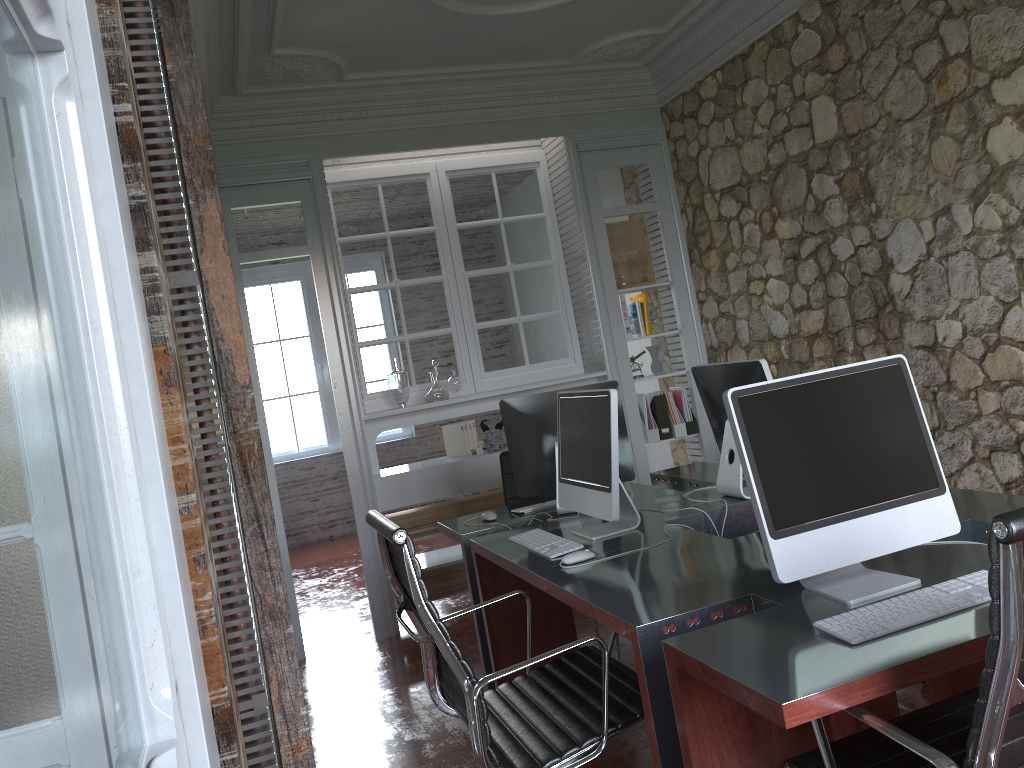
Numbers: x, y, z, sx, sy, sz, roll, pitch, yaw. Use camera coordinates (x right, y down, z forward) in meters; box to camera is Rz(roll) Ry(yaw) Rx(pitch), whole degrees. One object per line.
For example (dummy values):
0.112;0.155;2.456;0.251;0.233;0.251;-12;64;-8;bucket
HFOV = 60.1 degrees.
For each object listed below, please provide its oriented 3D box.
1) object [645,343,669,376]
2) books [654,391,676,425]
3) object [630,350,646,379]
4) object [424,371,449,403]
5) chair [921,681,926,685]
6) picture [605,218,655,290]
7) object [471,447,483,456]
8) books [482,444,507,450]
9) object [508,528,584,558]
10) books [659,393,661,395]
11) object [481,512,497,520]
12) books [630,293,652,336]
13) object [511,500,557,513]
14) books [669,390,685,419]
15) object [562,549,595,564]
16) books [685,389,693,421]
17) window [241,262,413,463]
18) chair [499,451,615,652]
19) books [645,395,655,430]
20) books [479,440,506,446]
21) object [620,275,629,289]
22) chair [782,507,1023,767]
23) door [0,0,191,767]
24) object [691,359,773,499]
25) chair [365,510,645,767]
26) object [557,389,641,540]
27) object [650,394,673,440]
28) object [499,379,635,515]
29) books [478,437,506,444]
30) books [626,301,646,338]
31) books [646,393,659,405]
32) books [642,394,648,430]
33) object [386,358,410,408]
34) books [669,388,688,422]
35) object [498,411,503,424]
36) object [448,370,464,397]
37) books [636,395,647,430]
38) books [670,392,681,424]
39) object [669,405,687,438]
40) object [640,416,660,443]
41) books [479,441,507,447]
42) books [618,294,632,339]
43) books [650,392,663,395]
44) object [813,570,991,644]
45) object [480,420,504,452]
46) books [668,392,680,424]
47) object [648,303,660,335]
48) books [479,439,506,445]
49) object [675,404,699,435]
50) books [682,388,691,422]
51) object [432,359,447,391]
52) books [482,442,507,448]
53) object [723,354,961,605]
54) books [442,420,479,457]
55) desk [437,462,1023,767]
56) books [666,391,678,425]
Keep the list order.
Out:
0.927;-0.152;5.610;0.125;0.189;0.063;-11;-2;44;object
0.980;0.181;5.617;0.045;0.282;0.179;-10;-1;-12;books
0.758;-0.117;5.525;0.177;0.161;0.092;-10;-1;10;object
-0.444;0.028;5.125;0.148;0.201;0.147;-10;-1;-35;object
1.257;0.552;3.371;0.701;1.024;0.662;-10;-1;-22;chair
0.724;-0.818;5.612;0.327;0.435;0.009;-10;-2;-18;picture
-0.203;0.391;5.123;0.065;0.041;0.066;-10;1;29;object
-0.132;0.389;5.495;0.245;0.011;0.181;-9;2;37;books
0.107;0.531;2.971;0.119;0.017;0.437;-10;1;-18;object
0.925;0.199;5.589;0.030;0.283;0.179;-10;-1;-13;books
-0.093;0.542;3.644;0.059;0.028;0.106;-10;1;-19;object
0.820;-0.436;5.648;0.056;0.268;0.191;-9;-1;-18;books
0.217;0.491;3.740;0.440;0.017;0.118;-10;1;-18;object
1.056;0.179;5.649;0.024;0.278;0.193;-10;-1;-14;books
0.199;0.517;2.658;0.106;0.028;0.059;-10;1;-19;object
1.099;0.168;5.662;0.024;0.283;0.193;-10;-1;-14;books
-1.862;-0.236;8.676;1.543;1.942;0.127;-10;-2;-18;window
0.164;0.779;4.150;0.474;0.921;0.602;-10;-1;12;chair
0.851;0.211;5.587;0.022;0.289;0.193;-10;-1;-10;books
-0.144;0.368;5.503;0.189;0.007;0.169;-9;2;37;books
0.694;-0.635;5.498;0.056;0.090;0.055;-10;-1;-15;object
0.855;0.667;1.557;0.667;1.024;0.697;-10;-1;-14;chair
-0.047;0.275;0.043;0.041;2.185;1.156;-9;-1;-18;door
0.831;0.159;3.234;0.190;0.486;0.482;-10;0;-18;object
0.035;0.794;2.291;0.701;1.024;0.662;-10;-1;-24;chair
0.283;0.261;3.024;0.190;0.486;0.482;-10;0;-18;object
0.913;0.208;5.604;0.079;0.278;0.244;-10;0;-13;object
0.225;0.258;3.532;0.483;0.486;0.189;-10;-1;7;object
-0.147;0.355;5.504;0.188;0.007;0.169;-9;2;44;books
0.786;-0.407;5.636;0.026;0.223;0.160;-9;-1;-18;books
0.902;0.200;5.587;0.039;0.288;0.193;-10;-1;-13;books
0.822;0.210;5.589;0.038;0.296;0.179;-10;-1;-10;books
-0.657;0.005;5.143;0.129;0.316;0.129;-10;-1;7;object
1.071;0.168;5.662;0.030;0.291;0.179;-10;-1;-14;books
0.010;0.231;5.201;0.128;0.288;0.128;-11;-2;39;object
-0.335;0.010;5.333;0.094;0.188;0.093;-9;-2;-43;object
0.810;0.215;5.580;0.037;0.288;0.193;-10;-1;-10;books
1.013;0.187;5.616;0.045;0.287;0.193;-10;-1;-12;books
1.002;0.192;5.596;0.078;0.278;0.238;-10;0;-12;object
0.833;0.223;5.564;0.078;0.278;0.238;-10;0;-10;object
-0.143;0.375;5.503;0.189;0.007;0.169;-9;2;37;books
0.677;-0.419;5.628;0.042;0.287;0.215;-9;-1;-18;books
0.937;0.194;5.595;0.009;0.289;0.193;-10;-1;-13;books
0.812;0.436;1.750;0.440;0.017;0.118;-10;1;-18;object
-0.109;0.303;5.335;0.158;0.180;0.383;-10;1;8;object
1.003;0.186;5.613;0.043;0.281;0.193;-10;-1;-12;books
0.880;-0.438;5.677;0.078;0.249;0.115;-10;-1;-18;object
-0.145;0.361;5.504;0.189;0.007;0.169;-9;2;37;books
1.081;0.177;5.638;0.079;0.278;0.238;-10;-1;-14;object
1.085;0.166;5.659;0.013;0.289;0.193;-10;-1;-14;books
-0.435;-0.013;5.256;0.088;0.272;0.087;-9;-2;-23;object
-0.133;0.380;5.495;0.245;0.007;0.181;-9;2;37;books
0.728;0.209;1.976;0.485;0.486;0.189;-10;-1;-18;object
-0.308;0.331;5.364;0.142;0.193;0.151;-11;-1;37;books
0.730;0.803;2.817;1.304;0.728;2.499;-10;1;-18;desk
0.993;0.184;5.613;0.045;0.287;0.193;-10;-1;-12;books
